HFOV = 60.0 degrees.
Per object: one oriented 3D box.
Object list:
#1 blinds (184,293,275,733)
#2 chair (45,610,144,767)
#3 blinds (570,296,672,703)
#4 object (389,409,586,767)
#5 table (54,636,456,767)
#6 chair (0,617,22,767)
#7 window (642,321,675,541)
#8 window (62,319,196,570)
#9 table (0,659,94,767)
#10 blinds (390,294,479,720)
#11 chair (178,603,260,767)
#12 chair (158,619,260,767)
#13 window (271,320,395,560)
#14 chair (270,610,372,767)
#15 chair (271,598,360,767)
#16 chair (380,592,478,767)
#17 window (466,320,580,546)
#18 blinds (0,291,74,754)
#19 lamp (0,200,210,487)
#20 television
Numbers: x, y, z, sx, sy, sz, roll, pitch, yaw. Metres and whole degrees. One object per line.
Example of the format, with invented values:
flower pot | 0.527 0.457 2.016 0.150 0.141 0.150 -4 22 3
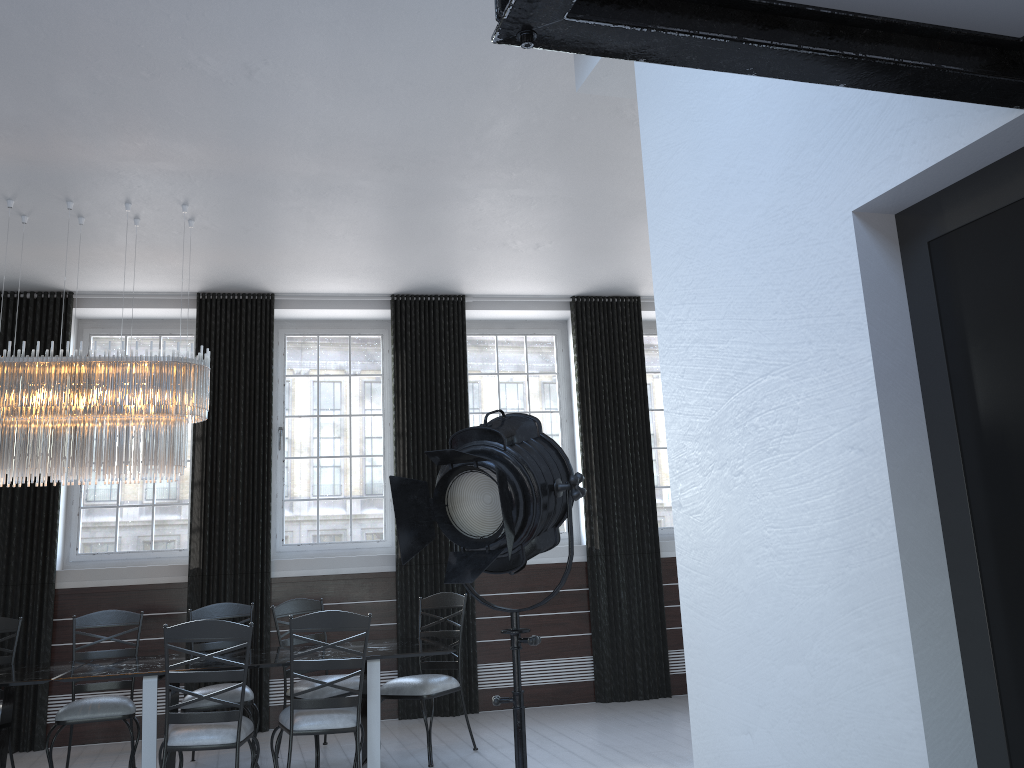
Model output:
blinds | -2.135 0.907 6.732 0.605 3.341 0.110 0 -13 -11
chair | -2.450 1.853 5.272 0.490 0.963 0.499 1 -13 -18
blinds | 0.887 0.877 7.348 0.623 3.341 0.102 0 -13 -11
object | -0.015 0.834 2.106 0.609 1.591 0.541 -9 -14 26
table | -1.350 1.864 4.905 1.996 0.702 0.884 0 -12 -12
chair | -3.143 1.865 5.133 0.496 0.972 0.499 -1 -12 -9
window | 1.547 0.391 7.992 1.033 2.008 0.132 0 -13 -11
window | -2.990 0.442 7.098 1.033 2.008 0.132 0 -13 -11
table | -3.305 1.879 4.478 1.996 0.702 0.884 0 -12 -12
blinds | -0.625 0.893 7.042 0.623 3.341 0.087 0 -13 -11
chair | -1.812 1.875 5.529 0.496 0.972 0.499 0 -12 -13
chair | -1.500 1.638 4.331 0.496 0.972 0.499 0 -12 -12
window | -1.482 0.425 7.397 1.033 2.008 0.132 0 -13 -11
chair | -0.985 1.657 4.566 0.496 0.972 0.499 1 -13 -17
chair | -1.215 1.873 5.674 0.501 0.972 0.494 -13 -16 39
chair | -0.539 1.813 5.525 0.494 0.972 0.501 -11 -15 35
window | 0.033 0.408 7.694 1.033 2.008 0.132 0 -13 -11
blinds | -3.682 0.925 6.428 0.739 3.341 0.110 0 -13 -11
lamp | -2.420 -0.240 5.161 1.272 1.639 0.437 0 -13 -12
television | 1.371 0.503 0.143 0.116 2.446 3.327 1 -12 -17
